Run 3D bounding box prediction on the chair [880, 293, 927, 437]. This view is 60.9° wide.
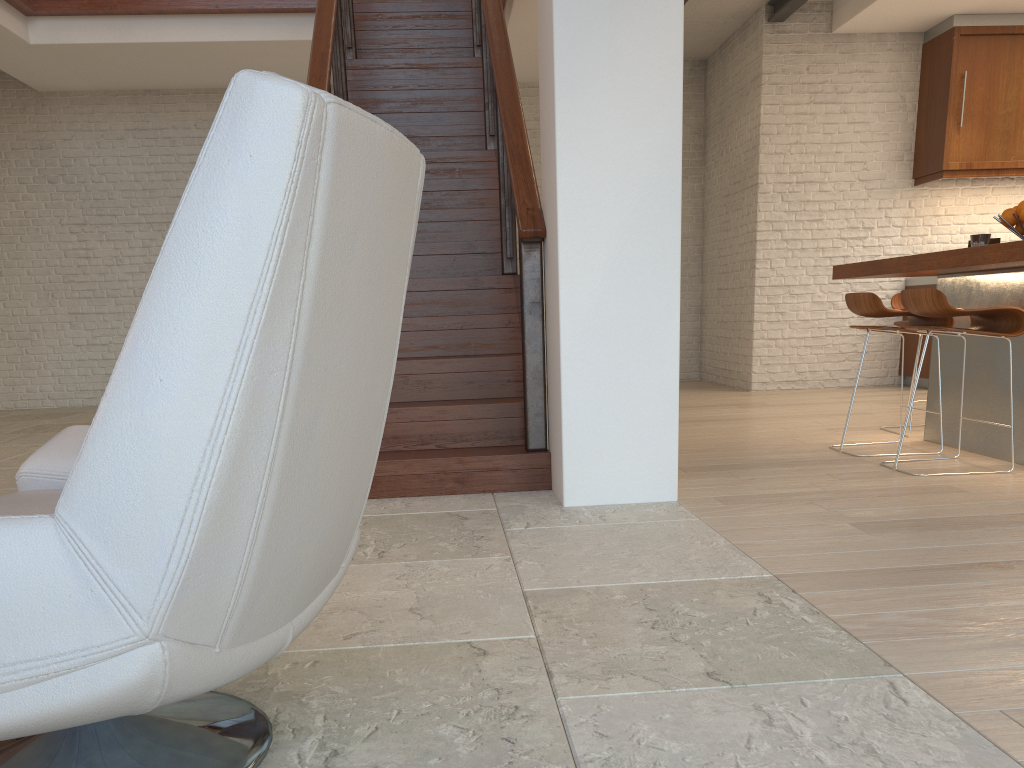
[{"bbox_3d":[2.332,-0.120,4.866,0.405,0.802,0.407,-3,12,-4],"label":"chair"}]

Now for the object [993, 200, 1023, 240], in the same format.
[{"bbox_3d":[2.355,-0.712,3.894,0.358,0.229,0.360,-8,9,-39],"label":"object"}]

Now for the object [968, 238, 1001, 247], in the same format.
[{"bbox_3d":[2.325,-0.671,4.298,0.094,0.085,0.111,-3,8,-4],"label":"object"}]

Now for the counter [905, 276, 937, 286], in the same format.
[{"bbox_3d":[5.195,-0.824,5.937,3.331,0.072,3.418,-2,4,-4],"label":"counter"}]

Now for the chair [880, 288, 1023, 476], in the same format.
[{"bbox_3d":[1.884,-0.018,3.771,0.422,0.802,0.389,-3,12,-4],"label":"chair"}]

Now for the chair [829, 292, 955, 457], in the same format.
[{"bbox_3d":[1.841,-0.057,4.290,0.422,0.802,0.389,-3,12,-4],"label":"chair"}]

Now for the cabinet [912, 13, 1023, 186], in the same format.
[{"bbox_3d":[5.020,-2.304,7.068,3.340,1.210,0.443,-3,13,-4],"label":"cabinet"}]

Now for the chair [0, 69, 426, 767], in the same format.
[{"bbox_3d":[-0.617,0.147,1.351,0.972,1.051,0.992,0,10,12],"label":"chair"}]

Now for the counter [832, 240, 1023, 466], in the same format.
[{"bbox_3d":[3.055,-0.164,4.085,2.495,0.952,1.634,-3,7,-4],"label":"counter"}]

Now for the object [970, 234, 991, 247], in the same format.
[{"bbox_3d":[2.242,-0.671,4.176,0.091,0.087,0.088,-3,9,-7],"label":"object"}]

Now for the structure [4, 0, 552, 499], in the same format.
[{"bbox_3d":[0.665,-1.705,3.625,13.846,4.285,9.850,-3,6,-4],"label":"structure"}]

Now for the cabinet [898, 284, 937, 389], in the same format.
[{"bbox_3d":[5.518,-1.391,6.094,2.229,2.925,4.709,-11,11,-40],"label":"cabinet"}]
